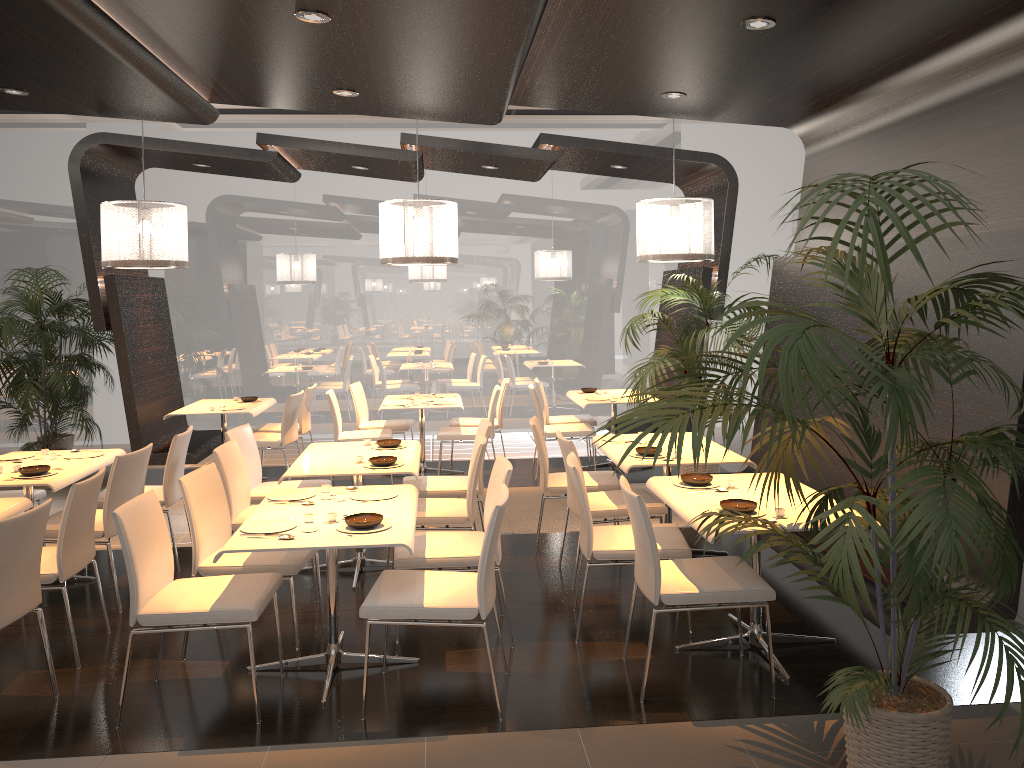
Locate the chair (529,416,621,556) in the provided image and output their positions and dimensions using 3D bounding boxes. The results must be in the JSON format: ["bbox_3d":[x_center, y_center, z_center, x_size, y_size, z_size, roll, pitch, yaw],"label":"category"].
[{"bbox_3d":[0.428,0.679,6.071,0.605,0.872,0.485,-1,2,3],"label":"chair"}]

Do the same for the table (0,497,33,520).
[{"bbox_3d":[-2.805,1.008,3.958,0.800,0.724,1.152,-1,4,-5],"label":"table"}]

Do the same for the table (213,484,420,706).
[{"bbox_3d":[-0.838,0.961,4.128,0.800,0.724,1.152,-1,4,-5],"label":"table"}]

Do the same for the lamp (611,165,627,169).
[{"bbox_3d":[1.056,-2.163,8.745,0.161,0.055,0.162,-2,5,-10],"label":"lamp"}]

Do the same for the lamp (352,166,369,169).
[{"bbox_3d":[-1.465,-2.102,8.528,0.161,0.055,0.162,-2,5,-10],"label":"lamp"}]

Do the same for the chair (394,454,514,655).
[{"bbox_3d":[-0.298,0.842,4.515,0.605,0.872,0.485,-1,2,-7],"label":"chair"}]

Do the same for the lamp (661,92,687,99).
[{"bbox_3d":[1.055,-1.892,5.756,0.161,0.050,0.162,-1,5,1],"label":"lamp"}]

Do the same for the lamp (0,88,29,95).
[{"bbox_3d":[-3.045,-1.802,5.403,0.160,0.050,0.161,-2,5,-10],"label":"lamp"}]

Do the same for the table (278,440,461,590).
[{"bbox_3d":[-0.849,0.815,5.628,1.053,0.724,1.152,-1,4,-5],"label":"table"}]

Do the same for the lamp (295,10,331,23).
[{"bbox_3d":[-0.918,-1.706,4.071,0.161,0.050,0.162,-1,5,1],"label":"lamp"}]

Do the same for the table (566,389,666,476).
[{"bbox_3d":[1.019,0.479,8.789,0.800,0.724,1.152,-1,4,-5],"label":"table"}]

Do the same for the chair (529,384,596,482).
[{"bbox_3d":[0.470,0.449,8.430,0.605,0.872,0.485,-1,2,-2],"label":"chair"}]

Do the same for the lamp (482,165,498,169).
[{"bbox_3d":[-0.215,-2.132,8.635,0.161,0.055,0.162,-2,5,-10],"label":"lamp"}]

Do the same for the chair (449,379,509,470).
[{"bbox_3d":[-0.329,0.407,8.989,0.605,0.872,0.485,-1,2,-2],"label":"chair"}]

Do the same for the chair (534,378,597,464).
[{"bbox_3d":[0.540,0.383,9.073,0.605,0.868,0.485,-1,2,-2],"label":"chair"}]

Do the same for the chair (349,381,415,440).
[{"bbox_3d":[-1.316,0.425,8.937,0.605,0.868,0.485,-1,2,3],"label":"chair"}]

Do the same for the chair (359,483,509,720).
[{"bbox_3d":[-0.309,0.910,3.819,0.605,0.872,0.485,-1,2,3],"label":"chair"}]

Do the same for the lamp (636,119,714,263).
[{"bbox_3d":[1.330,-1.971,7.265,0.626,1.927,0.628,0,2,27],"label":"lamp"}]

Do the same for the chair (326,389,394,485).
[{"bbox_3d":[-1.418,0.497,8.243,0.605,0.872,0.485,-1,2,-7],"label":"chair"}]

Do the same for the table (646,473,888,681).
[{"bbox_3d":[1.181,0.914,4.291,0.800,0.724,1.152,-1,4,-5],"label":"table"}]

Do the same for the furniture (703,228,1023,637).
[{"bbox_3d":[1.791,0.054,5.079,0.757,1.670,2.912,-1,4,-5],"label":"furniture"}]

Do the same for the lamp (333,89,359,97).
[{"bbox_3d":[-1.048,-1.850,5.575,0.161,0.050,0.162,-1,5,1],"label":"lamp"}]

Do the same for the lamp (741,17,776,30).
[{"bbox_3d":[1.185,-1.748,4.252,0.161,0.050,0.162,-1,5,1],"label":"lamp"}]

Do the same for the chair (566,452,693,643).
[{"bbox_3d":[0.592,0.818,4.588,0.605,0.868,0.485,-1,2,3],"label":"chair"}]

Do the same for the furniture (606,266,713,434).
[{"bbox_3d":[1.423,-0.302,8.801,0.757,1.672,1.406,-1,3,-5],"label":"furniture"}]

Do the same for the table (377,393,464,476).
[{"bbox_3d":[-0.876,0.523,8.633,0.800,0.724,1.152,-1,4,-5],"label":"table"}]

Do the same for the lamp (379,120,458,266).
[{"bbox_3d":[-0.759,-1.921,7.085,0.626,1.927,0.628,0,2,23],"label":"lamp"}]

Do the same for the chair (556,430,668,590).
[{"bbox_3d":[0.590,0.740,5.421,0.605,0.872,0.485,-1,2,-7],"label":"chair"}]

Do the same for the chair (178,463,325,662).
[{"bbox_3d":[-1.303,0.866,4.427,0.605,0.872,0.485,-1,2,3],"label":"chair"}]

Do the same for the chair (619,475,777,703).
[{"bbox_3d":[0.800,0.877,3.951,0.605,0.868,0.485,-1,2,-2],"label":"chair"}]

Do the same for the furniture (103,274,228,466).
[{"bbox_3d":[-3.212,-0.191,8.402,0.757,1.672,1.406,-1,3,-5],"label":"furniture"}]

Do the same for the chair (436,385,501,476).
[{"bbox_3d":[-0.399,0.468,8.346,0.605,0.868,0.485,-1,2,-2],"label":"chair"}]

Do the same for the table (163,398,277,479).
[{"bbox_3d":[-2.760,0.568,8.482,0.800,0.724,1.152,-1,4,-5],"label":"table"}]

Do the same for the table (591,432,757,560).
[{"bbox_3d":[1.018,0.772,5.774,0.800,0.724,1.152,-1,4,-5],"label":"table"}]

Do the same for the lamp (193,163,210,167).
[{"bbox_3d":[-2.949,-2.094,8.400,0.160,0.054,0.161,-1,5,1],"label":"lamp"}]

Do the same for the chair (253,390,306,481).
[{"bbox_3d":[-2.246,0.515,8.168,0.605,0.868,0.485,-1,2,3],"label":"chair"}]

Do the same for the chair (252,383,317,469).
[{"bbox_3d":[-2.257,0.455,8.805,0.605,0.872,0.485,-1,2,-2],"label":"chair"}]

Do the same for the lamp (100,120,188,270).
[{"bbox_3d":[-2.881,-1.870,6.902,0.626,1.927,0.628,0,2,23],"label":"lamp"}]

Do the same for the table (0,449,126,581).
[{"bbox_3d":[-2.970,0.867,5.442,0.800,0.724,1.152,-1,4,-5],"label":"table"}]

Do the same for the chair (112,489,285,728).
[{"bbox_3d":[-1.342,0.927,3.802,0.605,0.872,0.485,-1,2,-2],"label":"chair"}]
